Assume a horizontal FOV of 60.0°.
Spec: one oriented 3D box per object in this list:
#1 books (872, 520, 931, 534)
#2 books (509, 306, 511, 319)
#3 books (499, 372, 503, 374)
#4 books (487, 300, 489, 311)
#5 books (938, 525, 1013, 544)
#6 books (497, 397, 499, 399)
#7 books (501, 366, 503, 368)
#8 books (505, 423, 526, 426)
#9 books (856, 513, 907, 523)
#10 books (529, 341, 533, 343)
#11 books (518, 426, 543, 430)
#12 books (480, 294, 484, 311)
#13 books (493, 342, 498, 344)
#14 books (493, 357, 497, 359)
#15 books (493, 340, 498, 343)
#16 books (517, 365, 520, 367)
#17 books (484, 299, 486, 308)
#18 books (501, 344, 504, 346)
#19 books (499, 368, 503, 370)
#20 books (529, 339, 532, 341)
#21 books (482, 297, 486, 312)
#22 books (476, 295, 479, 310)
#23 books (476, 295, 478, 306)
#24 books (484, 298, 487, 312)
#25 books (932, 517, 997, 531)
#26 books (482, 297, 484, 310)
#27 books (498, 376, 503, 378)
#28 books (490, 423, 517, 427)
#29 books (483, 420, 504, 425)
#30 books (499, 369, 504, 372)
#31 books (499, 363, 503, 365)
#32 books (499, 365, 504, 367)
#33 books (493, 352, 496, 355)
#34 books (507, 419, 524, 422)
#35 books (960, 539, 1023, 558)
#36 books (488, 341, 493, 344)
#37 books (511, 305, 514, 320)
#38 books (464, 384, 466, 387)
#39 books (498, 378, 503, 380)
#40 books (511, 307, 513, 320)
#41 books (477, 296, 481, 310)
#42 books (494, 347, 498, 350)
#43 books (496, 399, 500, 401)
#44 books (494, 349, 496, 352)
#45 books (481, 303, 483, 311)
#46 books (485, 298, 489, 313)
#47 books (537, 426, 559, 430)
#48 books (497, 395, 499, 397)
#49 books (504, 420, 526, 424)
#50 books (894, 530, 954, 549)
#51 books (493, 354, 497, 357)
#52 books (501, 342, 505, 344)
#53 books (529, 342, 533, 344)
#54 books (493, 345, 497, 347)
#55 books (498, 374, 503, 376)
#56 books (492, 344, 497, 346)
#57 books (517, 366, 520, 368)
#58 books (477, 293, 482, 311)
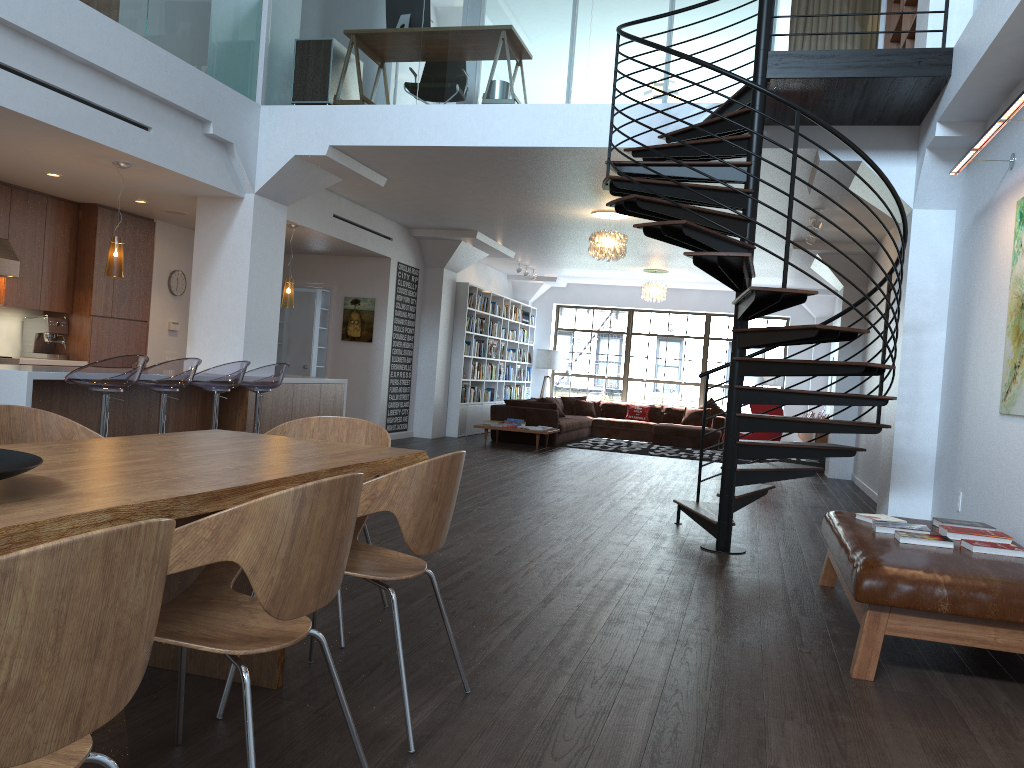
[{"bbox_3d":[1.896,0.706,4.327,0.247,0.040,0.185,5,1,18],"label":"books"},{"bbox_3d":[-0.125,-1.312,16.274,0.189,0.247,0.057,5,1,15],"label":"books"},{"bbox_3d":[-0.288,-0.209,16.068,0.231,0.044,0.168,4,1,10],"label":"books"},{"bbox_3d":[-0.489,-1.313,14.931,0.167,0.233,0.077,5,1,15],"label":"books"},{"bbox_3d":[2.232,0.730,4.279,0.283,0.043,0.197,5,1,15],"label":"books"},{"bbox_3d":[-0.375,0.239,16.044,0.284,0.033,0.197,4,1,0],"label":"books"},{"bbox_3d":[-0.260,-0.310,16.045,0.161,0.026,0.223,4,1,5],"label":"books"},{"bbox_3d":[0.051,0.616,13.422,0.312,0.037,0.216,4,1,5],"label":"books"},{"bbox_3d":[1.931,0.710,4.649,0.161,0.031,0.223,4,1,-7],"label":"books"},{"bbox_3d":[0.256,-0.864,17.915,0.284,0.033,0.197,5,1,30],"label":"books"},{"bbox_3d":[0.263,0.638,12.938,0.231,0.040,0.342,4,1,-35],"label":"books"},{"bbox_3d":[-0.584,-1.342,14.581,0.197,0.290,0.136,5,1,15],"label":"books"},{"bbox_3d":[-0.357,-0.722,15.636,0.144,0.024,0.208,5,1,20],"label":"books"},{"bbox_3d":[-0.378,-0.466,15.615,0.171,0.039,0.246,5,1,15],"label":"books"},{"bbox_3d":[-0.349,-0.755,15.631,0.129,0.043,0.185,5,1,30],"label":"books"},{"bbox_3d":[0.027,-0.360,17.140,0.224,0.030,0.161,5,1,25],"label":"books"},{"bbox_3d":[-0.540,-1.324,14.726,0.182,0.255,0.077,5,1,15],"label":"books"},{"bbox_3d":[-0.267,-0.709,15.950,0.223,0.031,0.161,5,1,15],"label":"books"},{"bbox_3d":[-0.281,-0.284,16.065,0.223,0.032,0.161,5,1,15],"label":"books"},{"bbox_3d":[0.260,-0.896,17.909,0.174,0.032,0.254,4,1,-40],"label":"books"},{"bbox_3d":[-0.542,-1.321,14.677,0.182,0.253,0.098,5,1,15],"label":"books"},{"bbox_3d":[-0.632,-1.324,14.383,0.170,0.251,0.118,5,1,15],"label":"books"},{"bbox_3d":[-0.645,-1.322,14.342,0.159,0.248,0.089,5,1,15],"label":"books"},{"bbox_3d":[-0.523,-1.317,14.762,0.174,0.243,0.085,5,1,15],"label":"books"},{"bbox_3d":[2.333,0.735,4.582,0.254,0.044,0.183,4,1,10],"label":"books"},{"bbox_3d":[-0.553,-1.320,14.646,0.159,0.248,0.089,5,1,15],"label":"books"},{"bbox_3d":[-0.307,-0.129,16.061,0.251,0.037,0.160,5,1,20],"label":"books"},{"bbox_3d":[-0.122,0.609,13.052,0.236,0.035,0.340,5,1,40],"label":"books"},{"bbox_3d":[-0.270,0.587,13.447,0.241,0.045,0.334,5,1,17],"label":"books"},{"bbox_3d":[-0.291,-0.250,16.061,0.253,0.040,0.183,5,1,15],"label":"books"},{"bbox_3d":[-0.267,-0.368,16.048,0.185,0.041,0.129,5,1,30],"label":"books"},{"bbox_3d":[-0.264,-0.336,16.054,0.208,0.024,0.144,5,1,20],"label":"books"},{"bbox_3d":[-0.400,-0.547,15.614,0.180,0.042,0.259,5,1,15],"label":"books"},{"bbox_3d":[0.056,0.549,13.423,0.224,0.027,0.157,5,1,20],"label":"books"},{"bbox_3d":[2.147,0.733,3.958,0.224,0.036,0.161,4,1,9],"label":"books"},{"bbox_3d":[-0.451,-0.723,15.235,0.174,0.045,0.240,5,1,15],"label":"books"},{"bbox_3d":[-0.056,-1.332,16.536,0.176,0.290,0.053,5,1,15],"label":"books"},{"bbox_3d":[-0.829,0.019,14.059,0.174,0.045,0.240,4,1,5],"label":"books"},{"bbox_3d":[-0.308,-0.092,16.059,0.246,0.038,0.171,5,1,15],"label":"books"},{"bbox_3d":[-0.077,-1.310,16.455,0.171,0.246,0.057,5,1,15],"label":"books"},{"bbox_3d":[-0.615,-1.319,14.434,0.174,0.242,0.105,5,1,15],"label":"books"},{"bbox_3d":[-0.370,-0.631,15.617,0.183,0.042,0.253,5,1,15],"label":"books"},{"bbox_3d":[-0.378,0.273,16.044,0.284,0.035,0.197,5,1,15],"label":"books"},{"bbox_3d":[-0.379,-0.590,15.624,0.168,0.045,0.231,4,1,10],"label":"books"},{"bbox_3d":[-0.566,-1.307,14.616,0.161,0.222,0.083,5,1,15],"label":"books"},{"bbox_3d":[-0.498,-1.323,14.861,0.182,0.255,0.077,5,1,15],"label":"books"},{"bbox_3d":[0.501,0.653,13.230,0.256,0.035,0.350,5,1,40],"label":"books"},{"bbox_3d":[-0.376,0.206,16.048,0.254,0.032,0.174,5,1,20],"label":"books"},{"bbox_3d":[0.050,0.579,13.426,0.279,0.035,0.191,5,1,25],"label":"books"},{"bbox_3d":[1.883,0.710,4.056,0.224,0.032,0.161,5,1,15],"label":"books"},{"bbox_3d":[-0.378,-0.505,15.613,0.160,0.039,0.251,5,1,20],"label":"books"},{"bbox_3d":[-0.263,-0.738,15.957,0.224,0.030,0.161,5,1,25],"label":"books"},{"bbox_3d":[0.254,-0.830,17.915,0.197,0.035,0.284,4,1,-45],"label":"books"},{"bbox_3d":[-0.371,-0.668,15.624,0.161,0.033,0.223,5,1,15],"label":"books"},{"bbox_3d":[-0.302,-0.168,16.085,0.259,0.040,0.180,5,1,15],"label":"books"},{"bbox_3d":[-0.377,-0.698,15.651,0.223,0.027,0.161,4,1,5],"label":"books"},{"bbox_3d":[0.023,-0.331,17.133,0.223,0.031,0.161,5,1,15],"label":"books"},{"bbox_3d":[-0.596,-1.343,14.520,0.176,0.293,0.125,5,1,15],"label":"books"}]
